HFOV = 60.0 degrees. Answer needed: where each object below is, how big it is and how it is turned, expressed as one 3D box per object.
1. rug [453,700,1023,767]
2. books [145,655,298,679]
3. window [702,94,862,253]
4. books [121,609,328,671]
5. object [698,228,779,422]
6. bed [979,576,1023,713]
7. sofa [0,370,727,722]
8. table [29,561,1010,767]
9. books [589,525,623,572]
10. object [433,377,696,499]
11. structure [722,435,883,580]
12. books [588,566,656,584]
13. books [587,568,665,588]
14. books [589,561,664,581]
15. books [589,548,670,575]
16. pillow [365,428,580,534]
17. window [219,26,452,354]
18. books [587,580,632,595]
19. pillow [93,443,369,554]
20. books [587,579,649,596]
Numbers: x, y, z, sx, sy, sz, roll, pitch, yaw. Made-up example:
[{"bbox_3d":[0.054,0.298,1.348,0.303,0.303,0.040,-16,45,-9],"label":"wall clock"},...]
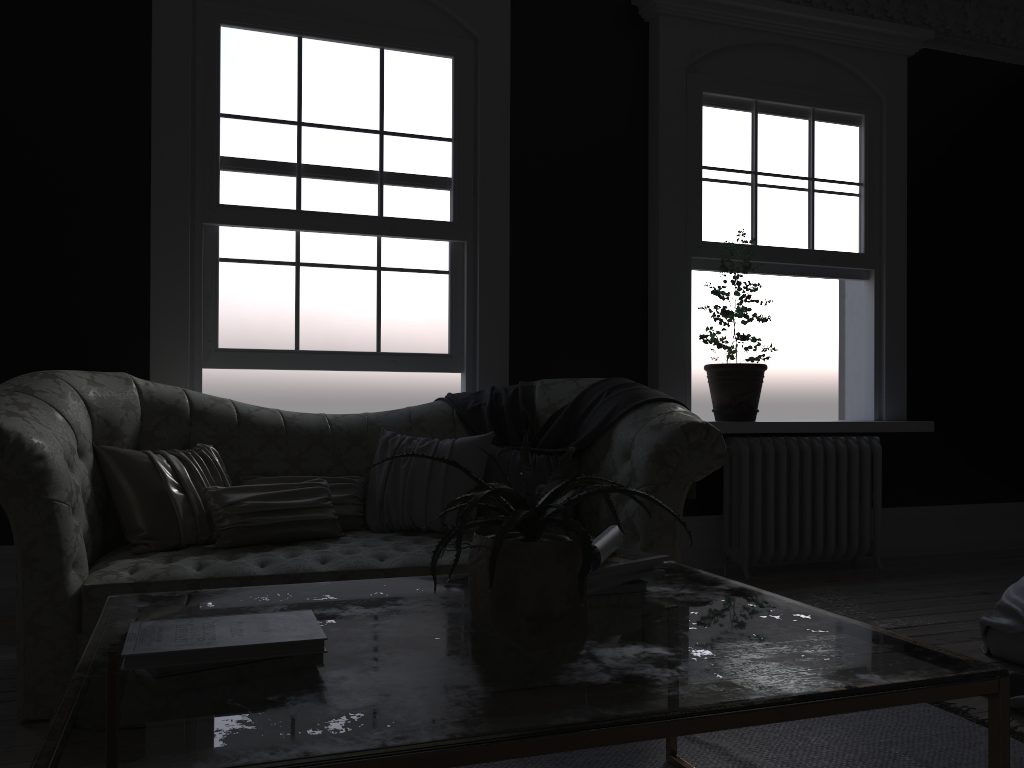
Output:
[{"bbox_3d":[0.046,1.015,1.599,3.645,0.050,2.106,1,-2,-19],"label":"rug"},{"bbox_3d":[-0.497,0.451,1.546,0.289,0.030,0.193,1,-2,-35],"label":"books"},{"bbox_3d":[1.707,-1.275,5.609,1.263,1.017,0.056,1,0,-20],"label":"window"},{"bbox_3d":[-0.479,0.423,1.484,0.307,0.024,0.220,1,-2,-20],"label":"books"},{"bbox_3d":[1.348,-0.342,5.320,0.474,1.133,0.505,0,-1,20],"label":"object"},{"bbox_3d":[3.394,0.433,2.949,3.284,1.298,2.766,1,-1,-31],"label":"bed"},{"bbox_3d":[-0.669,0.534,3.833,2.813,1.160,1.606,1,-1,-19],"label":"sofa"},{"bbox_3d":[-0.047,0.751,1.727,1.449,0.558,1.093,1,-1,-20],"label":"table"},{"bbox_3d":[0.097,0.395,2.038,0.273,0.109,0.322,0,-1,15],"label":"books"},{"bbox_3d":[0.205,0.261,4.252,1.367,0.585,0.517,0,-1,30],"label":"object"},{"bbox_3d":[1.777,0.740,5.400,1.141,0.848,0.276,1,-1,-20],"label":"structure"},{"bbox_3d":[0.142,0.430,2.072,0.252,0.011,0.318,-1,-2,42],"label":"books"},{"bbox_3d":[0.156,0.441,2.079,0.318,0.011,0.252,1,-2,-38],"label":"books"},{"bbox_3d":[0.161,0.420,2.072,0.252,0.011,0.318,-1,-2,42],"label":"books"},{"bbox_3d":[0.169,0.409,2.073,0.318,0.011,0.252,2,-2,-43],"label":"books"},{"bbox_3d":[-0.164,0.430,3.962,0.964,0.461,0.405,1,-1,-12],"label":"pillow"},{"bbox_3d":[-0.908,-0.982,4.678,1.263,1.671,0.056,1,0,-20],"label":"window"},{"bbox_3d":[0.119,0.451,2.056,0.252,0.011,0.318,-1,-2,37],"label":"books"},{"bbox_3d":[-1.099,0.438,3.606,1.105,0.416,0.529,1,-1,-20],"label":"pillow"},{"bbox_3d":[0.179,0.469,2.083,0.231,0.023,0.162,1,-2,-19],"label":"books"}]
